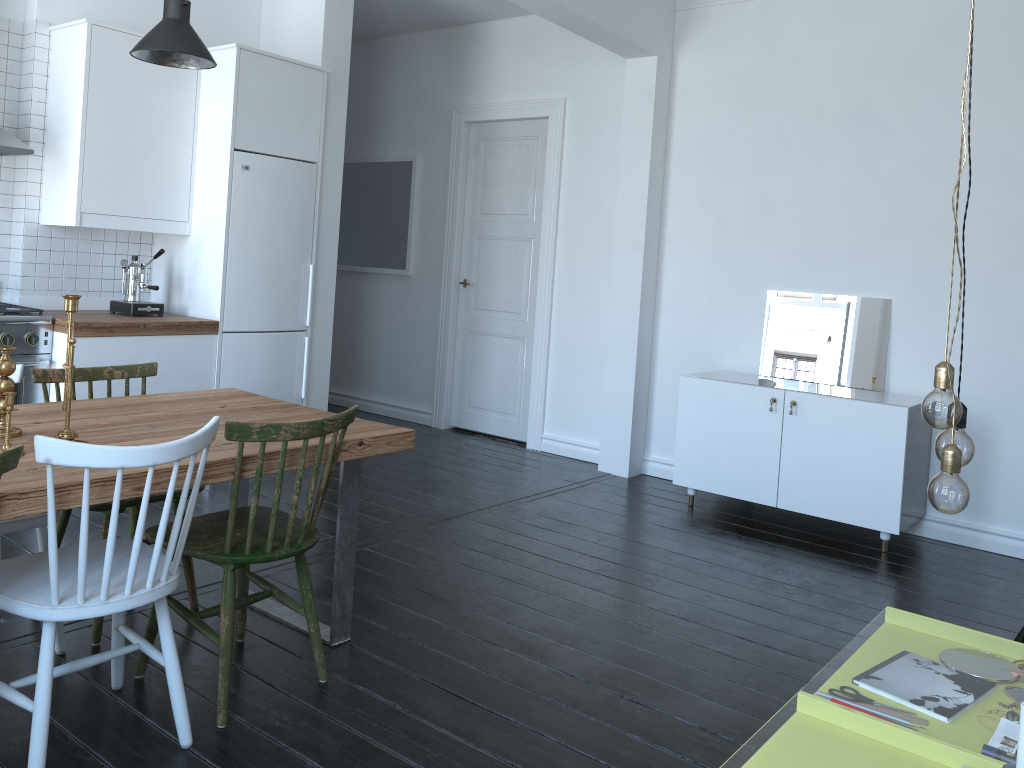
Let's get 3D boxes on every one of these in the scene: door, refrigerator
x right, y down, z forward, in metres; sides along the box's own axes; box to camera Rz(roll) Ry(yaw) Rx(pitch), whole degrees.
[{"bbox_3d":[-0.096,-0.834,6.505,1.047,2.468,0.115,5,2,38],"label":"door"},{"bbox_3d":[-1.617,-0.423,5.179,0.685,1.797,0.575,5,2,37],"label":"refrigerator"}]

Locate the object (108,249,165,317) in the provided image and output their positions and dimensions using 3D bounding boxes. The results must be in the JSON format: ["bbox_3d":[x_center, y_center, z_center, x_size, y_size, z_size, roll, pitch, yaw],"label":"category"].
[{"bbox_3d":[-1.985,-0.552,4.749,0.355,0.369,0.205,7,4,37],"label":"object"}]

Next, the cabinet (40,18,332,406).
[{"bbox_3d":[-2.662,-0.630,4.056,0.784,2.362,3.791,5,5,41],"label":"cabinet"}]

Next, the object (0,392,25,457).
[{"bbox_3d":[-1.278,0.102,2.235,0.080,0.160,0.080,4,2,-5],"label":"object"}]

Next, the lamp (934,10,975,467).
[{"bbox_3d":[0.942,-0.576,1.781,0.086,1.493,0.074,4,1,-1],"label":"lamp"}]

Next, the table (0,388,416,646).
[{"bbox_3d":[-1.419,0.511,2.344,1.024,0.713,2.229,8,8,37],"label":"table"}]

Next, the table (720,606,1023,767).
[{"bbox_3d":[0.846,0.905,1.730,0.604,0.397,1.402,8,8,37],"label":"table"}]

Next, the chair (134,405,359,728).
[{"bbox_3d":[-0.778,0.467,2.591,0.488,0.825,0.467,6,3,36],"label":"chair"}]

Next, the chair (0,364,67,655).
[{"bbox_3d":[-1.677,0.388,2.670,0.513,0.840,0.466,6,3,37],"label":"chair"}]

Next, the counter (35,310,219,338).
[{"bbox_3d":[-2.861,-0.262,3.785,0.852,0.073,3.103,10,9,37],"label":"counter"}]

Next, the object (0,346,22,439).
[{"bbox_3d":[-1.418,0.021,2.456,0.100,0.247,0.101,3,2,-29],"label":"object"}]

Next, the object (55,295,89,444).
[{"bbox_3d":[-1.182,-0.031,2.358,0.114,0.409,0.113,4,1,0],"label":"object"}]

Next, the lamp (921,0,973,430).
[{"bbox_3d":[0.899,-0.655,1.736,0.074,1.493,0.074,4,1,-6],"label":"lamp"}]

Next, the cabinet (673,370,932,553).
[{"bbox_3d":[1.545,0.379,4.772,1.208,0.733,0.590,8,5,37],"label":"cabinet"}]

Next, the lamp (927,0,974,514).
[{"bbox_3d":[0.886,-0.496,1.695,0.074,1.493,0.089,3,1,-29],"label":"lamp"}]

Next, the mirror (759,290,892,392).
[{"bbox_3d":[1.760,-0.257,4.987,0.700,0.501,0.054,8,3,37],"label":"mirror"}]

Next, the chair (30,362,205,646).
[{"bbox_3d":[-1.364,0.367,3.048,0.488,0.825,0.467,6,3,36],"label":"chair"}]

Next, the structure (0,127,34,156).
[{"bbox_3d":[-2.663,-1.772,4.149,0.531,1.301,0.632,5,2,37],"label":"structure"}]

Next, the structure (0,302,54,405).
[{"bbox_3d":[-2.683,0.033,4.152,0.726,1.016,0.700,6,4,37],"label":"structure"}]

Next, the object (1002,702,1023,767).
[{"bbox_3d":[0.907,0.647,1.548,0.074,0.173,0.075,3,2,-18],"label":"object"}]

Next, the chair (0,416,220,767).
[{"bbox_3d":[-1.043,0.495,2.188,0.513,0.840,0.466,6,3,37],"label":"chair"}]

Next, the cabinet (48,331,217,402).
[{"bbox_3d":[-2.932,0.161,3.832,3.182,0.811,0.734,-3,8,-44],"label":"cabinet"}]

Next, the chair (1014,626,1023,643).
[{"bbox_3d":[2.218,0.538,2.918,0.904,1.002,0.616,3,3,-7],"label":"chair"}]

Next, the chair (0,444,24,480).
[{"bbox_3d":[-1.357,0.532,1.810,0.488,0.825,0.467,6,3,36],"label":"chair"}]

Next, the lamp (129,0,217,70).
[{"bbox_3d":[-1.558,-1.989,4.132,0.384,0.937,0.388,2,2,-44],"label":"lamp"}]
